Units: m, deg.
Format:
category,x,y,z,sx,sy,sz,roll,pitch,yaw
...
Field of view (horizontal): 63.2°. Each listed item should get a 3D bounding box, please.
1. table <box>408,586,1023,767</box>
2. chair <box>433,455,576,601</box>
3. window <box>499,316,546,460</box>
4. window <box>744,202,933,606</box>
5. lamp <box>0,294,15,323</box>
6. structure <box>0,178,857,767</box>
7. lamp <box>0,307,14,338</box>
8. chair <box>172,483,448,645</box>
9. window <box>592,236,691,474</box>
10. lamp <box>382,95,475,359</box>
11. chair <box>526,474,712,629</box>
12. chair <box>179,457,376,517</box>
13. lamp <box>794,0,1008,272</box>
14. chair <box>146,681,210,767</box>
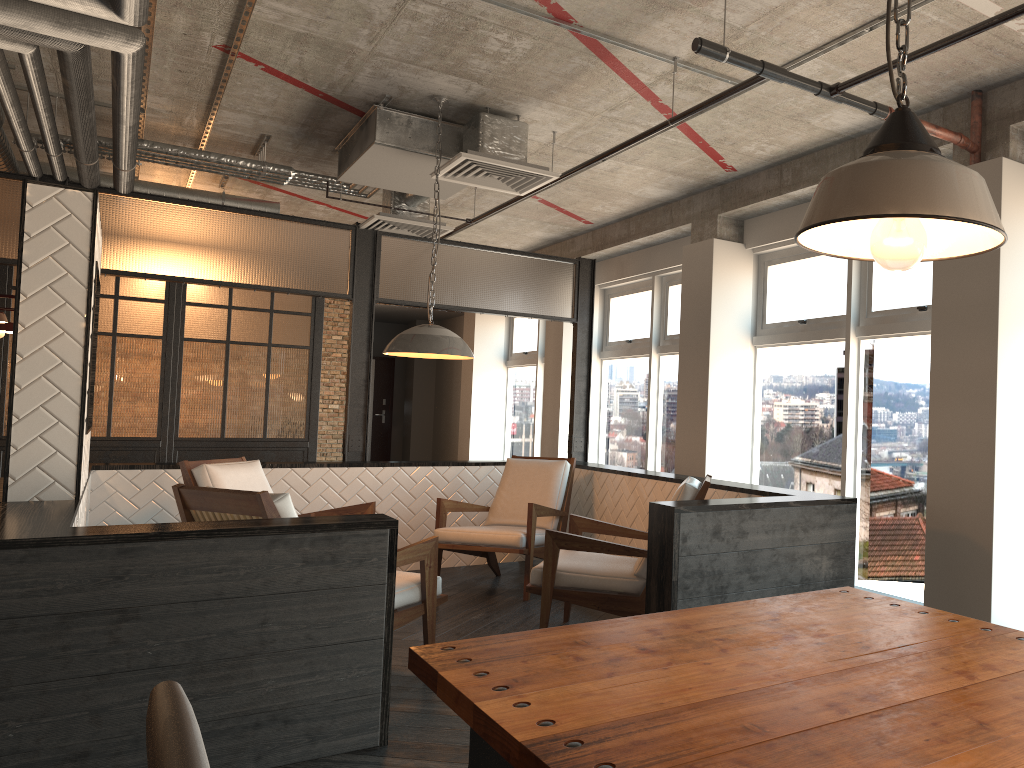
category,x,y,z,sx,sy,sz,roll,pitch,yaw
table,1.041,0.897,0.469,1.376,0.791,3.231,3,-2,-26
chair,-0.002,0.988,5.949,0.658,0.907,1.026,1,-2,23
window,0.338,0.156,10.326,0.284,2.874,2.147,3,-2,-25
window,2.420,0.076,5.945,0.284,2.874,2.147,3,-2,-25
lamp,-2.216,-0.314,3.481,0.173,0.171,0.254,1,-2,29
structure,-0.713,0.323,4.789,4.572,2.115,3.183,3,-2,-30
lamp,-2.483,-0.304,4.041,0.173,0.171,0.254,1,-2,29
chair,-0.894,0.888,3.727,0.631,0.907,1.062,1,-2,33
window,1.379,0.116,8.136,0.284,2.874,2.147,3,-2,-25
lamp,-0.454,-0.936,4.940,0.573,1.545,0.446,3,-2,-22
chair,0.637,0.965,4.662,0.942,0.907,0.722,2,-2,3
chair,-1.376,0.915,4.989,0.916,0.907,0.743,2,-2,9
lamp,0.704,-1.062,1.462,0.395,1.737,0.337,3,-2,-11
chair,-0.001,0.750,0.633,0.565,1.032,0.394,3,-2,-30
